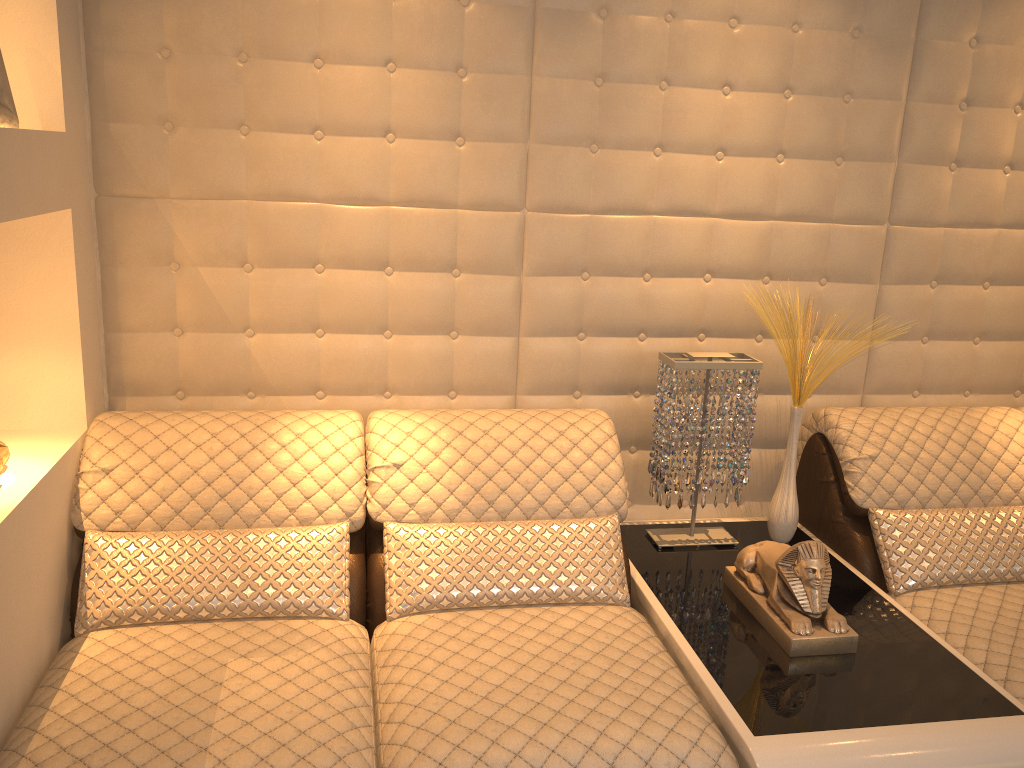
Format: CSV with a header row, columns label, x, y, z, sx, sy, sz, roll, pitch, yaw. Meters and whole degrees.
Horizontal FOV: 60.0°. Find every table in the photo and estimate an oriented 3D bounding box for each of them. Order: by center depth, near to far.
label,x,y,z,sx,sy,sz,roll,pitch,yaw
table,0.616,0.740,2.167,0.608,0.457,1.143,0,14,-11

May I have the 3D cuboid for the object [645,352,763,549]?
label,x,y,z,sx,sy,sz,roll,pitch,yaw
object,0.506,0.176,2.381,0.247,0.522,0.124,0,14,-11

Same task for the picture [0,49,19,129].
label,x,y,z,sx,sy,sz,roll,pitch,yaw
picture,-1.010,-0.608,1.656,0.094,0.262,0.211,0,14,-11

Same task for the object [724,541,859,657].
label,x,y,z,sx,sy,sz,roll,pitch,yaw
object,0.637,0.430,2.026,0.155,0.217,0.344,0,14,-11

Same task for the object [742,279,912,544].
label,x,y,z,sx,sy,sz,roll,pitch,yaw
object,0.802,0.100,2.364,0.390,0.718,0.388,-2,15,-19

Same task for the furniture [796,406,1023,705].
label,x,y,z,sx,sy,sz,roll,pitch,yaw
furniture,1.561,0.566,2.307,1.312,0.810,1.107,0,14,-11

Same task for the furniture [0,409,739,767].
label,x,y,z,sx,sy,sz,roll,pitch,yaw
furniture,-0.312,0.566,1.949,1.312,0.810,1.107,0,14,-11

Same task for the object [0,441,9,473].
label,x,y,z,sx,sy,sz,roll,pitch,yaw
object,-1.075,0.113,1.732,0.124,0.202,0.409,1,14,-7
